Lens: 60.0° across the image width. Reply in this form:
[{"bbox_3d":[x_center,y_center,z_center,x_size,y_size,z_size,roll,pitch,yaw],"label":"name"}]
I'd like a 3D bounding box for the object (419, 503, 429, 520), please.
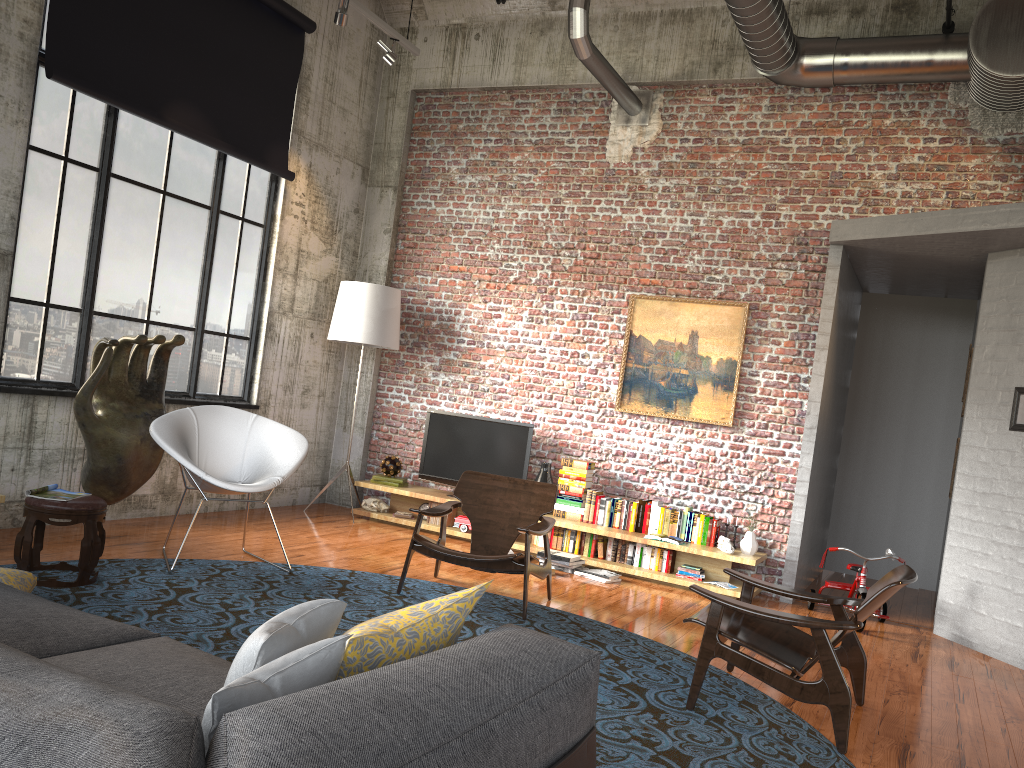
[{"bbox_3d":[-0.822,1.228,8.522,0.168,0.172,0.068,8,1,27],"label":"object"}]

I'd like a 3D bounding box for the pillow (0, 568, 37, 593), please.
[{"bbox_3d":[-2.508,1.009,4.250,0.481,0.247,0.503,8,0,-8],"label":"pillow"}]

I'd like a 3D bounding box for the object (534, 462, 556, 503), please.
[{"bbox_3d":[0.286,0.951,8.136,0.268,0.456,0.267,7,1,-33],"label":"object"}]

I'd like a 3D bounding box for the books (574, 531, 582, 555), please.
[{"bbox_3d":[0.605,1.386,7.804,0.030,0.220,0.159,8,1,26],"label":"books"}]

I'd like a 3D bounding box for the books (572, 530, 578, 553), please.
[{"bbox_3d":[0.587,1.384,7.835,0.030,0.220,0.159,8,1,26],"label":"books"}]

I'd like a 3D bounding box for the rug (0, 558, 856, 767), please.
[{"bbox_3d":[-0.936,1.312,3.851,4.852,0.009,4.839,8,-1,-18],"label":"rug"}]

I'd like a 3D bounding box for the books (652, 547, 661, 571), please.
[{"bbox_3d":[1.232,1.480,7.519,0.026,0.191,0.138,8,1,26],"label":"books"}]

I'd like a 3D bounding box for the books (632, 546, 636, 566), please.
[{"bbox_3d":[1.063,1.469,7.601,0.020,0.168,0.122,8,1,26],"label":"books"}]

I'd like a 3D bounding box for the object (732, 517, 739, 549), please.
[{"bbox_3d":[1.885,1.254,7.476,0.057,0.273,0.057,8,1,-14],"label":"object"}]

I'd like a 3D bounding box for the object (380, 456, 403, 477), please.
[{"bbox_3d":[-1.186,0.811,8.720,0.214,0.208,0.216,8,0,15],"label":"object"}]

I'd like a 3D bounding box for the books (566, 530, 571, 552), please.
[{"bbox_3d":[0.524,1.388,7.843,0.023,0.194,0.140,8,1,26],"label":"books"}]

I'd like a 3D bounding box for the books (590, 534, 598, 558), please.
[{"bbox_3d":[0.739,1.403,7.735,0.030,0.220,0.159,8,1,26],"label":"books"}]

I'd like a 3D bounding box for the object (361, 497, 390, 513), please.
[{"bbox_3d":[-1.319,1.180,8.654,0.273,0.133,0.183,7,0,34],"label":"object"}]

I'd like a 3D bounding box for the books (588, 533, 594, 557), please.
[{"bbox_3d":[0.716,1.400,7.756,0.030,0.220,0.159,8,1,26],"label":"books"}]

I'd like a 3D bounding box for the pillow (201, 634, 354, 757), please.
[{"bbox_3d":[-0.467,0.634,1.663,0.168,0.319,0.435,8,0,25],"label":"pillow"}]

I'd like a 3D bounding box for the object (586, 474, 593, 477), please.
[{"bbox_3d":[0.578,0.806,7.982,0.248,0.031,0.178,7,-1,26],"label":"object"}]

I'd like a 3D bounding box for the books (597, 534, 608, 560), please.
[{"bbox_3d":[0.793,1.394,7.719,0.088,0.256,0.153,8,1,26],"label":"books"}]

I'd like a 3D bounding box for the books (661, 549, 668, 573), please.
[{"bbox_3d":[1.305,1.494,7.490,0.034,0.181,0.132,8,1,26],"label":"books"}]

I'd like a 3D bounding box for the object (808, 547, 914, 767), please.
[{"bbox_3d":[5.577,1.844,1.015,20.795,0.657,8.783,7,-1,26],"label":"object"}]

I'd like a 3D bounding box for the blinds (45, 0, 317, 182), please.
[{"bbox_3d":[-2.451,-2.655,6.954,0.150,1.464,2.447,8,0,26],"label":"blinds"}]

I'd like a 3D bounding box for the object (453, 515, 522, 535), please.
[{"bbox_3d":[-0.220,1.300,8.131,0.599,0.174,0.244,8,0,17],"label":"object"}]

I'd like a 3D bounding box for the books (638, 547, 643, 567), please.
[{"bbox_3d":[1.117,1.476,7.575,0.020,0.168,0.122,8,1,26],"label":"books"}]

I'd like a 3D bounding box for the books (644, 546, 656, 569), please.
[{"bbox_3d":[1.175,1.475,7.544,0.043,0.186,0.129,8,1,26],"label":"books"}]

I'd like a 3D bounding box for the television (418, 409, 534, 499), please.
[{"bbox_3d":[-0.350,0.699,8.385,1.088,0.793,0.286,8,1,12],"label":"television"}]

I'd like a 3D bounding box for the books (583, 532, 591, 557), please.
[{"bbox_3d":[0.682,1.402,7.766,0.039,0.208,0.151,8,1,26],"label":"books"}]

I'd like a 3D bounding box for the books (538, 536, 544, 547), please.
[{"bbox_3d":[0.311,1.334,7.957,0.057,0.247,0.172,8,1,26],"label":"books"}]

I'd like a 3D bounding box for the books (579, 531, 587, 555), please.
[{"bbox_3d":[0.651,1.389,7.804,0.052,0.225,0.157,8,1,26],"label":"books"}]

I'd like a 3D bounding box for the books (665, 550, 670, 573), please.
[{"bbox_3d":[1.326,1.493,7.473,0.019,0.189,0.121,8,1,26],"label":"books"}]

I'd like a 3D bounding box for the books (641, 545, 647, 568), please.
[{"bbox_3d":[1.148,1.474,7.576,0.034,0.181,0.132,8,1,26],"label":"books"}]

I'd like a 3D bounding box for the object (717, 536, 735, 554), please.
[{"bbox_3d":[1.745,1.312,7.208,0.123,0.123,0.251,8,0,-19],"label":"object"}]

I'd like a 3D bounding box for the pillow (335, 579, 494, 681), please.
[{"bbox_3d":[-0.296,0.658,2.003,0.259,0.446,0.538,8,0,33],"label":"pillow"}]

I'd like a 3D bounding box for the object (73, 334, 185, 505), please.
[{"bbox_3d":[-2.773,0.244,6.263,0.455,1.297,0.729,8,1,37],"label":"object"}]

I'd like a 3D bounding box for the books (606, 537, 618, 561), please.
[{"bbox_3d":[0.874,1.422,7.702,0.049,0.214,0.149,8,1,26],"label":"books"}]

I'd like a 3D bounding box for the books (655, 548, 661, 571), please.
[{"bbox_3d":[1.253,1.482,7.505,0.026,0.191,0.138,8,1,26],"label":"books"}]

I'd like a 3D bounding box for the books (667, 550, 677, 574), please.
[{"bbox_3d":[1.345,1.494,7.461,0.026,0.191,0.138,8,1,26],"label":"books"}]

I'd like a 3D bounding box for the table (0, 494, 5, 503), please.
[{"bbox_3d":[-3.514,0.801,5.119,0.474,0.359,0.876,8,-1,26],"label":"table"}]

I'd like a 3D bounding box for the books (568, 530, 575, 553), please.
[{"bbox_3d":[0.553,1.389,7.837,0.032,0.200,0.146,8,1,26],"label":"books"}]

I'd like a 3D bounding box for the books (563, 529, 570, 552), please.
[{"bbox_3d":[0.502,1.386,7.851,0.023,0.194,0.140,8,1,26],"label":"books"}]

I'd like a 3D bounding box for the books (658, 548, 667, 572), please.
[{"bbox_3d":[1.277,1.486,7.497,0.026,0.191,0.138,8,1,26],"label":"books"}]

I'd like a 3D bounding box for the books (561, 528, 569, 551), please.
[{"bbox_3d":[0.487,1.372,7.867,0.022,0.217,0.139,8,1,26],"label":"books"}]

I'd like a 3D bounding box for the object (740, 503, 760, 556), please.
[{"bbox_3d":[1.956,1.173,7.234,0.197,0.446,0.234,8,1,13],"label":"object"}]

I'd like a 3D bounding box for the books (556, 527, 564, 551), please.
[{"bbox_3d":[0.453,1.369,7.882,0.049,0.213,0.148,8,1,26],"label":"books"}]

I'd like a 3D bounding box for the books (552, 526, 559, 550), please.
[{"bbox_3d":[0.412,1.367,7.898,0.039,0.208,0.151,8,1,26],"label":"books"}]

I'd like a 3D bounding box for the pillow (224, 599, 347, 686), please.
[{"bbox_3d":[-0.497,0.612,1.859,0.170,0.315,0.365,8,0,16],"label":"pillow"}]

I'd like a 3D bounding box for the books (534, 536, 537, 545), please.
[{"bbox_3d":[0.247,1.341,7.974,0.022,0.217,0.139,8,1,26],"label":"books"}]

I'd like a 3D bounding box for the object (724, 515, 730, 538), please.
[{"bbox_3d":[1.821,1.246,7.522,0.057,0.273,0.057,8,1,-14],"label":"object"}]
